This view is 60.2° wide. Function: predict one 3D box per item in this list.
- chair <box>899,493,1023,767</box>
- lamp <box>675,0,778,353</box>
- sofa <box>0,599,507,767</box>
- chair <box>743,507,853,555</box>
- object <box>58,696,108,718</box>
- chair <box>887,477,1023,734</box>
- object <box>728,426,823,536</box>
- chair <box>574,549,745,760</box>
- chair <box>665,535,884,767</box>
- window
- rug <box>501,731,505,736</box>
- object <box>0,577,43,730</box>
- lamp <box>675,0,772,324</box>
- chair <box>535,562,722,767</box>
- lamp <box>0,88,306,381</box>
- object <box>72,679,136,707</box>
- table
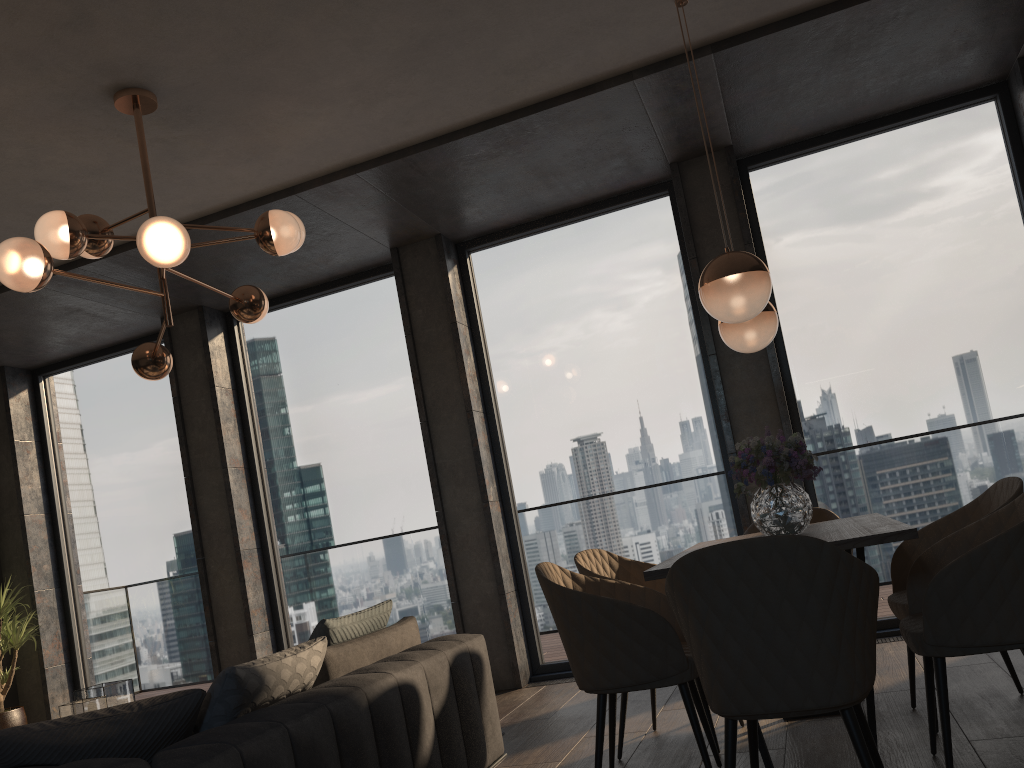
[{"bbox_3d":[1.450,0.734,2.666,0.513,0.829,0.557,-12,-7,17],"label":"chair"},{"bbox_3d":[0.856,-0.881,3.688,0.241,1.531,0.239,-12,-5,23],"label":"lamp"},{"bbox_3d":[-1.716,1.421,3.159,2.926,0.777,2.035,-13,-10,17],"label":"sofa"},{"bbox_3d":[1.339,1.003,4.075,0.559,0.829,0.511,-13,-7,22],"label":"chair"},{"bbox_3d":[-2.060,1.641,4.267,0.150,0.219,0.149,-12,-7,17],"label":"object"},{"bbox_3d":[1.676,0.801,3.276,0.512,0.829,0.558,-12,-7,12],"label":"chair"},{"bbox_3d":[0.972,0.354,3.231,0.327,0.405,0.302,-9,-7,-12],"label":"object"},{"bbox_3d":[0.605,1.060,3.646,0.514,0.829,0.555,-13,-7,27],"label":"chair"},{"bbox_3d":[0.731,0.807,2.342,0.559,0.829,0.511,-13,-7,22],"label":"chair"},{"bbox_3d":[-0.291,0.541,6.037,7.305,2.977,0.199,-13,-5,18],"label":"window"},{"bbox_3d":[-1.777,1.981,4.037,3.161,0.020,1.739,-13,-10,17],"label":"rug"},{"bbox_3d":[-3.826,2.065,6.313,0.947,1.349,1.038,-5,-9,-41],"label":"object"},{"bbox_3d":[0.634,-0.958,3.024,0.238,1.531,0.241,-10,-5,-7],"label":"lamp"},{"bbox_3d":[0.415,0.992,3.065,0.512,0.829,0.558,-12,-7,12],"label":"chair"},{"bbox_3d":[-1.430,-0.704,3.802,1.013,1.029,1.482,-9,-8,-6],"label":"lamp"},{"bbox_3d":[-2.060,1.659,4.486,0.197,0.259,0.200,-12,-7,17],"label":"object"},{"bbox_3d":[1.053,0.935,3.203,0.773,0.762,1.474,-13,-9,17],"label":"table"}]
